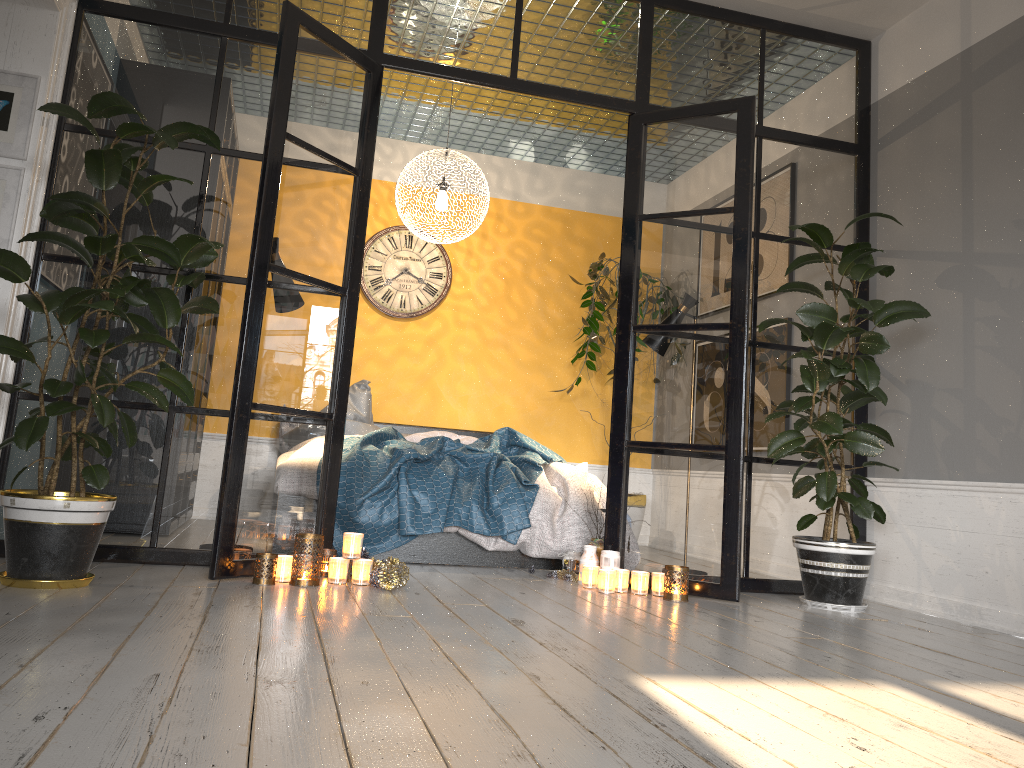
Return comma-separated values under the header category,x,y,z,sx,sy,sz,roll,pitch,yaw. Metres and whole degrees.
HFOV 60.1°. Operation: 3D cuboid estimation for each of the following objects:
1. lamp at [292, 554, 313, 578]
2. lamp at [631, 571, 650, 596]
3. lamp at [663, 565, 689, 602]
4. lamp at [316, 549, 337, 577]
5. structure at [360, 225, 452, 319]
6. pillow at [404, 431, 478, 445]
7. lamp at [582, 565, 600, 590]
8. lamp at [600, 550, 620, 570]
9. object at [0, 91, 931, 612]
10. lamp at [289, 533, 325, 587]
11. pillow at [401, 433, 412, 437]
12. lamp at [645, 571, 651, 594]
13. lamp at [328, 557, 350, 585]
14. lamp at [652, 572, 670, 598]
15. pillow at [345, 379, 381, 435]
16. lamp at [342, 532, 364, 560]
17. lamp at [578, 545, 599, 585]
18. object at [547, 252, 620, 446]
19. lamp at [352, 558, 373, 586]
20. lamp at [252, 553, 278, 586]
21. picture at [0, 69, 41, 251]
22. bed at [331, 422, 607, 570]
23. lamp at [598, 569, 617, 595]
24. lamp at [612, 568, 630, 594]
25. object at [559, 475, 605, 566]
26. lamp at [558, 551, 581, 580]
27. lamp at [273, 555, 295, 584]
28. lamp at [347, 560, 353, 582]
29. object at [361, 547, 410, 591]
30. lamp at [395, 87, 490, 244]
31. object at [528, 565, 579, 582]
category,x,y,z,sx,sy,sz,roll,pitch,yaw
lamp,-0.826,0.724,3.477,0.081,0.100,0.080,1,-9,26
lamp,0.558,0.870,3.858,0.081,0.100,0.080,1,-9,26
lamp,0.702,0.851,3.778,0.107,0.142,0.106,-2,-10,39
lamp,-0.773,0.745,3.685,0.080,0.107,0.080,7,-8,-15
structure,-0.813,-0.856,6.746,0.725,0.732,0.070,6,-10,-14
pillow,-0.442,0.424,5.900,0.484,0.229,0.588,0,-8,34
lamp,0.350,0.862,3.944,0.080,0.100,0.080,-2,-10,39
lamp,0.442,0.841,3.994,0.092,0.168,0.088,-3,-12,41
object,0.018,-0.056,3.624,3.888,1.814,1.003,6,-9,-15
lamp,-0.784,0.672,3.386,0.114,0.189,0.114,7,-9,-16
pillow,-0.522,0.509,6.284,0.774,0.299,0.523,6,-7,-14
lamp,0.587,0.885,3.951,0.063,0.092,0.063,10,-10,-32
lamp,-0.681,0.734,3.471,0.081,0.100,0.080,1,-9,26
lamp,0.648,0.877,3.859,0.081,0.100,0.080,1,-9,26
pillow,-1.109,0.260,5.743,0.782,0.605,0.494,5,-8,-8
lamp,-0.629,0.640,3.493,0.081,0.100,0.080,1,-9,26
lamp,0.355,0.837,4.075,0.092,0.181,0.091,3,-9,6
object,0.853,0.095,6.625,1.338,2.228,1.242,9,-10,-27
lamp,-0.592,0.743,3.487,0.081,0.100,0.080,1,-9,26
lamp,-0.927,0.697,3.328,0.084,0.111,0.084,11,-10,-38
picture,-1.882,-0.977,2.598,0.358,0.760,1.931,7,-7,-15
bed,-0.476,0.602,5.417,1.894,0.778,2.305,6,-6,-14
lamp,0.411,0.855,3.826,0.081,0.100,0.080,1,-9,26
lamp,0.475,0.866,3.887,0.081,0.100,0.080,1,-9,26
object,0.470,0.702,4.362,0.437,0.527,0.275,1,-9,26
lamp,0.290,0.880,4.295,0.107,0.132,0.095,12,-11,-44
lamp,-0.880,0.712,3.403,0.081,0.100,0.080,1,-9,26
lamp,-0.650,0.758,3.581,0.069,0.081,0.068,5,-8,-7
object,-0.573,0.764,3.696,0.191,0.119,0.713,8,-7,-26
lamp,-0.434,-1.455,5.793,0.616,1.107,0.610,0,-10,26
object,0.197,0.912,4.262,0.326,0.054,0.087,0,-8,39
